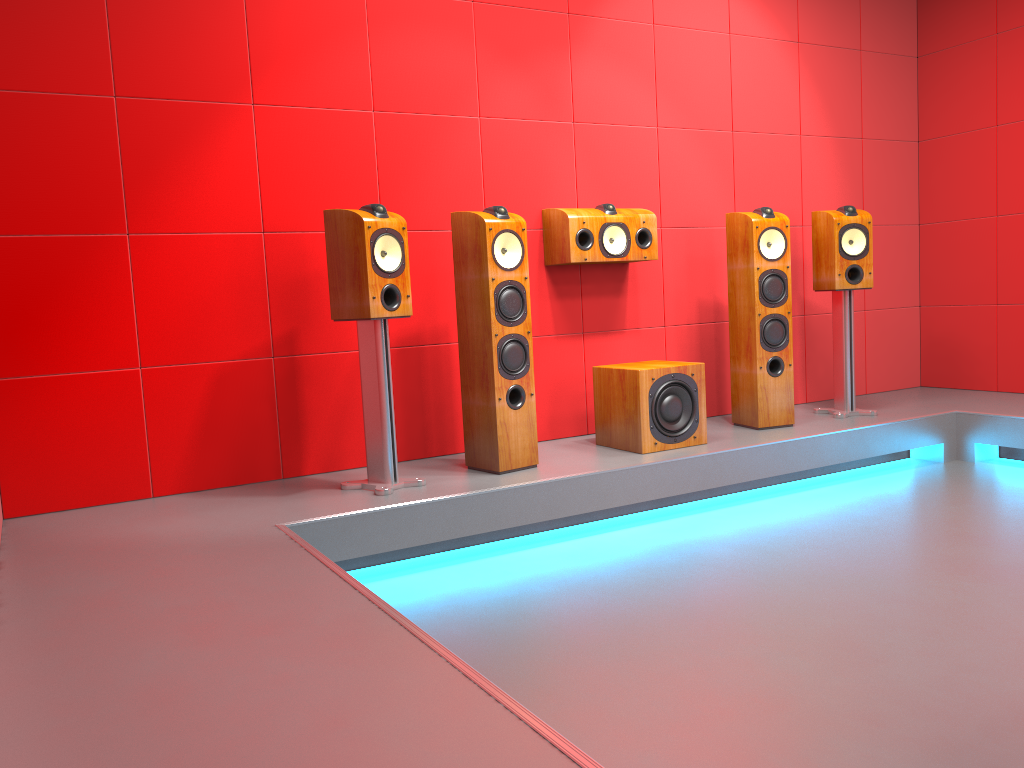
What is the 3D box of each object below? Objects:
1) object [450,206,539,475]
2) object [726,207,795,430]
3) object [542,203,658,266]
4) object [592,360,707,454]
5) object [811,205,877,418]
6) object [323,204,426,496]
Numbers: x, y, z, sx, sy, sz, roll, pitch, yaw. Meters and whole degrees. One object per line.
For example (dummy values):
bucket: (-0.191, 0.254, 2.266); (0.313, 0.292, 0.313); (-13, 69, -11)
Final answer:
object: (-0.067, -0.180, 3.575); (0.203, 1.052, 0.238); (-7, 7, -38)
object: (1.203, -0.318, 4.294); (0.203, 1.052, 0.238); (-5, 6, -19)
object: (0.418, -0.707, 4.176); (0.493, 0.271, 0.235); (-6, 6, -29)
object: (0.617, 0.093, 3.968); (0.360, 0.360, 0.360); (-6, 6, -29)
object: (1.693, -0.371, 4.536); (0.231, 1.058, 0.265); (-4, 6, -9)
object: (-0.518, -0.135, 3.328); (0.265, 1.058, 0.231); (2, 7, 41)
